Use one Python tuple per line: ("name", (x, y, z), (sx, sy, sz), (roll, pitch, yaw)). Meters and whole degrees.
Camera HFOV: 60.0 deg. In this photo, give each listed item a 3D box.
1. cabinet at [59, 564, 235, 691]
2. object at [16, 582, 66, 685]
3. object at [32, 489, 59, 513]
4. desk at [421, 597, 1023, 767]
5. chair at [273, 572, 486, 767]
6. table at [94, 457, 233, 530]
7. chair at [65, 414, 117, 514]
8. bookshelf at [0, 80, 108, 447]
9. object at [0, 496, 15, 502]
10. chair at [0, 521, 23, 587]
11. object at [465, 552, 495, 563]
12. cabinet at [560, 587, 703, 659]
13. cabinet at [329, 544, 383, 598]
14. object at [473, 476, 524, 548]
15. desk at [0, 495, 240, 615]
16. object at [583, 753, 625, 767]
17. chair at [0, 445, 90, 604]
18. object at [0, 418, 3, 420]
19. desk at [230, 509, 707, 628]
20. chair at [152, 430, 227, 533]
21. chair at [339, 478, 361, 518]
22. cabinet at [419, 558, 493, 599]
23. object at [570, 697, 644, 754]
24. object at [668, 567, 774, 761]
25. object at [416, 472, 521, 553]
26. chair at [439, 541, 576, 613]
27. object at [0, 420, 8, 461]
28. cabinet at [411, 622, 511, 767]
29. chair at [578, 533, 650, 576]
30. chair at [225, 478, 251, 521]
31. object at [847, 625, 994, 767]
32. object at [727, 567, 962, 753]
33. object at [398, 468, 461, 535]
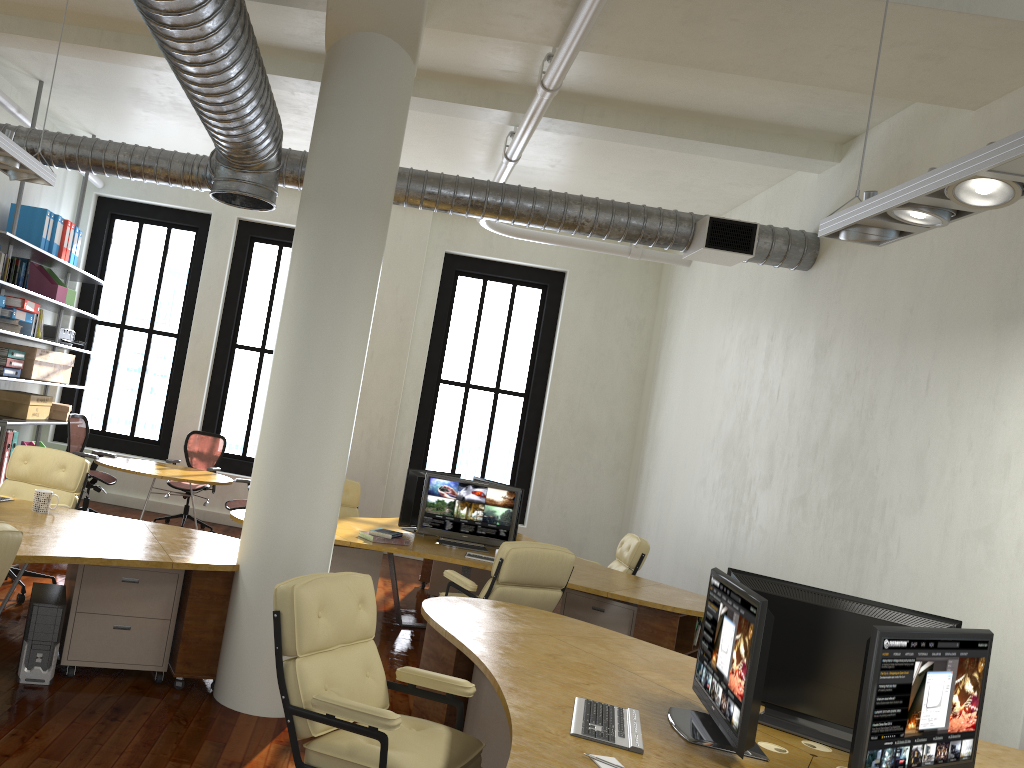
("cabinet", (-2.151, 1.288, 5.195), (0.829, 0.708, 0.949), (11, -3, -25))
("object", (-2.550, 1.344, 4.815), (0.168, 0.410, 0.513), (11, -3, -26))
("object", (-2.880, 0.723, 5.465), (0.119, 0.131, 0.129), (8, -4, 38))
("desk", (0.765, 1.660, 3.485), (3.568, 0.733, 3.806), (12, -4, -32))
("chair", (-0.516, 1.286, 3.330), (0.848, 1.020, 0.657), (8, -3, 27))
("table", (-3.773, 1.278, 9.472), (1.599, 0.744, 1.370), (8, -4, 23))
("chair", (-4.553, 0.945, 9.636), (0.771, 1.156, 0.717), (10, -2, 1))
("bookshelf", (-5.327, -0.766, 9.728), (0.650, 4.597, 3.634), (10, -3, -8))
("object", (-3.434, 0.695, 5.635), (0.486, 0.016, 0.224), (9, -4, 6))
("chair", (-2.375, 0.960, 3.290), (0.808, 1.020, 0.694), (9, -3, 8))
("object", (-0.118, 1.349, 6.779), (0.494, 0.016, 0.221), (9, -4, 10))
("cabinet", (0.889, 1.918, 6.692), (0.973, 0.708, 0.806), (8, -4, 32))
("cabinet", (-1.605, 1.510, 7.069), (0.824, 0.708, 0.954), (11, -3, -28))
("object", (-0.166, 1.141, 7.844), (0.269, 0.551, 0.872), (11, -3, -31))
("desk", (-3.735, 0.980, 4.993), (3.845, 0.733, 3.525), (7, -5, 36))
("object", (0.290, 1.143, 2.670), (0.106, 0.015, 0.140), (11, -4, -16))
("chair", (-3.535, 0.966, 6.339), (0.741, 1.020, 0.757), (9, -3, 7))
("object", (-3.325, 0.405, 5.096), (0.839, 0.551, 0.280), (9, -2, 11))
("desk", (-0.419, 1.759, 7.974), (3.970, 0.733, 3.443), (10, -4, 3))
("chair", (-3.730, 1.142, 10.422), (0.747, 1.156, 0.739), (9, -2, 6))
("chair", (-1.714, 1.437, 8.625), (0.663, 1.020, 0.841), (11, -3, -29))
("cabinet", (-0.472, 1.839, 9.003), (0.901, 0.708, 0.877), (10, -3, 2))
("object", (0.331, 1.177, 3.090), (0.240, 0.016, 0.455), (9, -4, 9))
("object", (0.768, 0.989, 3.218), (0.299, 0.551, 0.787), (9, -3, 3))
("object", (-0.360, 1.073, 7.337), (0.799, 0.551, 0.294), (10, -2, -4))
("chair", (-0.088, 1.558, 6.237), (0.656, 1.020, 0.849), (11, -3, -33))
("object", (-2.975, 0.429, 4.558), (0.316, 0.551, 0.743), (8, -3, 25))
("cabinet", (0.120, 1.630, 4.422), (0.811, 0.708, 0.967), (12, -4, -33))
("chair", (0.753, 1.834, 8.147), (0.795, 1.020, 0.706), (9, -3, 3))
("chair", (-5.490, 0.644, 7.603), (7.251, 1.156, 1.030), (12, -4, -32))
("object", (1.339, 1.064, 2.865), (0.736, 0.551, 0.318), (12, -3, -36))
("object", (1.226, 1.085, 3.455), (0.884, 0.551, 0.265), (8, -3, 34))
("object", (-0.732, 1.046, 7.896), (0.320, 0.551, 0.732), (8, -4, 36))
